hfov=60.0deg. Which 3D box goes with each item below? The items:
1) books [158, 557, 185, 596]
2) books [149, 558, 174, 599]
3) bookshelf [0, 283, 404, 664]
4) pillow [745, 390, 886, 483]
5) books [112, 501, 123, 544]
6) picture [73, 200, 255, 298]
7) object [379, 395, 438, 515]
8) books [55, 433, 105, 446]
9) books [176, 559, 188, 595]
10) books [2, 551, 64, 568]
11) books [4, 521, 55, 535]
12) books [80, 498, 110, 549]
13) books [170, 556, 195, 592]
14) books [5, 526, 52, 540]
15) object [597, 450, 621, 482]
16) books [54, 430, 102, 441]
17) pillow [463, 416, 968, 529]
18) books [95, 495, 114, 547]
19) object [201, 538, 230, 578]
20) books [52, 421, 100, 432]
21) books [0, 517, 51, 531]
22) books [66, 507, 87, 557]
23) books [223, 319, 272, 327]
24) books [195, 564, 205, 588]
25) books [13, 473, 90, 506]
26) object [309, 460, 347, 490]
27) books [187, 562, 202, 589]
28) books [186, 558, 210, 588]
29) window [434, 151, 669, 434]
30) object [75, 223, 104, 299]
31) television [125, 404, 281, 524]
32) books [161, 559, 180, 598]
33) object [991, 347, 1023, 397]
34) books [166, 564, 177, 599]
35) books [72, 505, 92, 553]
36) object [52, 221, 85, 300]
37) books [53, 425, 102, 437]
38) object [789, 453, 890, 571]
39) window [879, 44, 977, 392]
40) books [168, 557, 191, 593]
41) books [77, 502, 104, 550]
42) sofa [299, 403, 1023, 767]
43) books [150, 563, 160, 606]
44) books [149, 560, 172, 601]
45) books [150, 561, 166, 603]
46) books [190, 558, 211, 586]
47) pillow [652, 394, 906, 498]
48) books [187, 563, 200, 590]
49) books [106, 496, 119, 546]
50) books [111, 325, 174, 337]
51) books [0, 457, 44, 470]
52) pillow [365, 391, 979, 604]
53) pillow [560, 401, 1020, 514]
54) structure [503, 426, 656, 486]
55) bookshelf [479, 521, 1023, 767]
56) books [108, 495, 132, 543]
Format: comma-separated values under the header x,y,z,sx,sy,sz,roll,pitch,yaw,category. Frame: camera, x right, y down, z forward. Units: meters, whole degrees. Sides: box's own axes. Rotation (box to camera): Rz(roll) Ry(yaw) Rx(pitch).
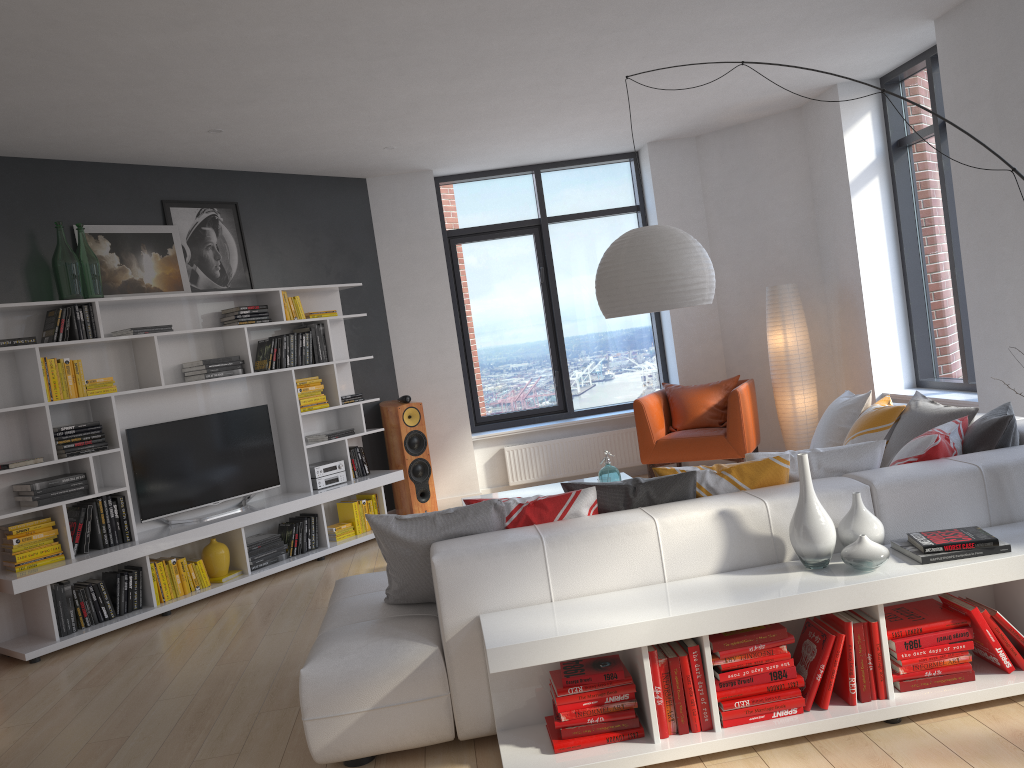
x,y,z,sx,sy,sz,roll,pitch,yaw,category
-2.245,1.266,5.823,0.185,0.252,0.055,-6,4,38,books
-2.289,1.268,5.774,0.202,0.267,0.038,-6,4,40,books
-2.081,0.392,6.189,0.455,2.052,3.000,-6,4,40,bookshelf
1.574,0.346,4.527,0.580,0.456,2.156,-7,3,21,pillow
-2.565,0.884,5.666,0.200,0.272,0.028,-6,4,40,books
-2.422,-0.954,6.265,0.076,0.707,1.279,-6,4,40,picture
-0.907,0.637,7.570,0.290,1.088,0.434,-10,4,-35,object
-2.723,0.345,5.535,0.284,0.030,0.214,-11,4,-42,books
-2.209,1.266,5.834,0.169,0.240,0.043,-6,4,39,books
-2.865,1.043,5.305,0.213,0.025,0.269,-5,4,43,books
-2.892,0.859,5.315,0.171,0.024,0.234,-5,4,44,books
-2.631,0.878,5.594,0.237,0.314,0.034,-6,4,40,books
-2.196,1.263,5.895,0.172,0.235,0.056,-6,4,39,books
-2.897,0.885,5.312,0.238,0.023,0.167,-10,4,-34,books
0.483,0.529,5.169,0.330,0.265,0.330,-7,3,19,object
-2.730,0.320,5.535,0.189,0.020,0.264,-5,4,43,books
0.939,0.512,3.675,2.250,0.449,0.575,-9,3,-8,pillow
-2.614,0.868,5.621,0.237,0.326,0.026,-6,4,40,books
-2.033,1.188,6.086,0.185,0.257,0.185,-7,3,17,object
-2.728,0.266,5.532,0.246,0.026,0.180,-11,4,-43,books
-2.920,0.838,5.321,0.171,0.024,0.234,-5,4,44,books
-2.731,0.912,5.487,0.232,0.284,0.142,-6,4,40,books
-1.957,-0.446,6.556,0.214,0.030,0.284,-5,4,43,books
-2.113,1.284,5.926,0.113,0.169,0.049,-6,4,39,books
-2.819,0.647,5.424,0.277,0.137,0.343,-6,4,40,books
-1.491,0.712,6.930,0.270,0.174,0.285,-6,4,40,object
-2.135,1.277,5.918,0.134,0.187,0.046,-6,4,40,books
-2.110,1.269,5.954,0.148,0.193,0.067,-6,4,41,books
0.390,-0.866,8.408,1.960,2.402,0.170,-8,3,-5,window
-2.740,-0.781,5.705,0.157,0.507,0.157,-10,4,-37,object
-2.145,0.573,6.263,0.207,0.704,1.102,-6,4,40,television
-2.253,1.268,5.796,0.180,0.252,0.041,-6,4,40,books
1.944,0.133,3.067,0.406,0.744,0.607,-6,4,35,object
-2.261,1.283,5.778,0.156,0.230,0.042,-6,4,38,books
-2.685,0.901,5.515,0.210,0.289,0.100,-6,4,39,books
-2.795,-0.765,5.550,0.157,0.507,0.157,-10,4,-37,object
-2.746,0.296,5.550,0.284,0.030,0.214,-11,4,-42,books
1.116,0.428,3.079,0.316,0.398,0.319,-7,3,19,object
3.132,-1.145,6.221,0.170,2.402,1.310,-8,3,-5,window
-2.209,1.266,5.865,0.171,0.235,0.043,-6,4,38,books
-2.646,0.889,5.566,0.213,0.301,0.028,-6,4,40,books
0.806,0.733,4.495,3.424,0.732,2.614,-8,3,-5,sofa
-2.336,1.277,5.677,0.204,0.270,0.029,-6,4,40,books
-2.308,1.275,5.752,0.198,0.258,0.066,-6,4,40,books
-2.327,1.273,5.720,0.213,0.271,0.048,-6,4,40,books
-2.102,1.266,5.978,0.149,0.193,0.046,-6,4,41,books
1.405,0.403,4.262,0.630,0.440,2.095,-6,4,42,pillow
-2.154,1.280,5.907,0.138,0.188,0.056,-6,4,40,books
-2.594,0.870,5.644,0.239,0.315,0.034,-6,4,40,books
-2.470,-0.347,5.925,0.250,0.047,0.310,-6,4,35,books
-2.942,0.474,5.248,0.266,0.030,0.209,-6,4,33,books
0.808,0.483,3.995,2.953,0.453,0.647,-9,3,-17,pillow
1.256,0.438,3.711,2.120,0.436,0.608,-9,3,-9,pillow
0.676,0.694,8.166,1.474,0.460,0.110,-8,3,-5,structure
1.219,0.868,3.047,2.600,0.500,0.356,-8,3,-5,bookshelf
-2.543,0.868,5.697,0.230,0.297,0.051,-6,4,40,books
